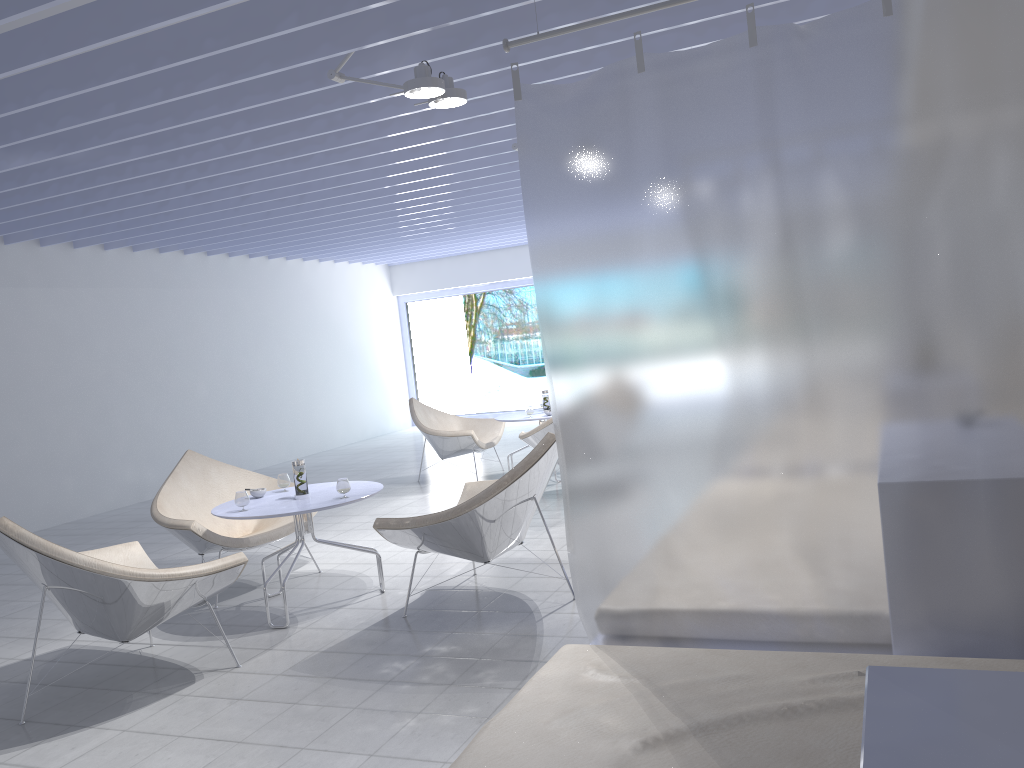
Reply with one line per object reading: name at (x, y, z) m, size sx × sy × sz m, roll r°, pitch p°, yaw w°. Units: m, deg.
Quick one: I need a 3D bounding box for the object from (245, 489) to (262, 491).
object at (-1.309, 0.536, 4.490) m, size 0.098 × 0.016 × 0.012 m, roll -5°, pitch 3°, yaw 23°

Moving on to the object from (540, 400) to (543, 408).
object at (0.276, 0.180, 7.688) m, size 0.068 × 0.091 × 0.068 m, roll -9°, pitch 4°, yaw -44°

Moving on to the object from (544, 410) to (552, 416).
object at (0.300, 0.232, 7.114) m, size 0.082 × 0.043 × 0.082 m, roll -7°, pitch 3°, yaw -8°

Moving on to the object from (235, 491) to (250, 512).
object at (-1.253, 0.545, 4.121) m, size 0.068 × 0.091 × 0.068 m, roll -6°, pitch 3°, yaw 13°

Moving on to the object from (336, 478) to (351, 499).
object at (-0.792, 0.490, 4.172) m, size 0.068 × 0.091 × 0.068 m, roll -6°, pitch 3°, yaw 13°

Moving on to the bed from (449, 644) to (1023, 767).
bed at (0.674, 0.863, 1.034) m, size 2.016 × 0.427 × 2.200 m, roll -5°, pitch 3°, yaw 23°

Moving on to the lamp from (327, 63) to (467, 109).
lamp at (-0.522, -1.303, 3.838) m, size 0.587 × 0.218 × 0.380 m, roll -5°, pitch 3°, yaw 23°

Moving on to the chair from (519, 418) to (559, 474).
chair at (0.528, 0.418, 6.483) m, size 0.906 × 0.759 × 0.753 m, roll -7°, pitch 3°, yaw -6°

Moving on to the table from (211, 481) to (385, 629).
table at (-1.013, 0.820, 4.359) m, size 0.825 × 0.534 × 0.823 m, roll -6°, pitch 3°, yaw 0°

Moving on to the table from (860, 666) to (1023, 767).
table at (0.444, 0.602, 0.535) m, size 0.416 × 0.450 × 1.065 m, roll -5°, pitch 3°, yaw 23°

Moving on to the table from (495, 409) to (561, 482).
table at (0.294, 0.507, 7.428) m, size 0.825 × 0.534 × 0.823 m, roll -6°, pitch 3°, yaw 14°

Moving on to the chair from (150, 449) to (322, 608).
chair at (-1.586, 0.739, 4.950) m, size 0.753 × 0.759 × 0.906 m, roll -4°, pitch 4°, yaw 41°

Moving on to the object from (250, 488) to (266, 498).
object at (-1.279, 0.553, 4.474) m, size 0.082 × 0.043 × 0.082 m, roll -5°, pitch 3°, yaw 25°

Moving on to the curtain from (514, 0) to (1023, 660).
curtain at (0.995, -0.104, 1.999) m, size 1.998 × 1.559 × 0.125 m, roll -5°, pitch 3°, yaw 22°

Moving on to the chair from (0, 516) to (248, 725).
chair at (-1.605, 0.819, 3.497) m, size 0.906 × 0.759 × 0.753 m, roll -4°, pitch 4°, yaw 38°

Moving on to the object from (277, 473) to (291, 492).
object at (-1.181, 0.511, 4.590) m, size 0.068 × 0.091 × 0.068 m, roll -6°, pitch 3°, yaw 13°

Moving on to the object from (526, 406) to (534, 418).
object at (0.144, 0.225, 7.134) m, size 0.068 × 0.091 × 0.068 m, roll -9°, pitch 4°, yaw -38°

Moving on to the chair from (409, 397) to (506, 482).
chair at (-0.537, 0.465, 7.827) m, size 0.753 × 0.759 × 0.906 m, roll -5°, pitch 3°, yaw 19°

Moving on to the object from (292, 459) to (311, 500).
object at (-1.027, 0.463, 4.303) m, size 0.075 × 0.185 × 0.075 m, roll -7°, pitch 3°, yaw -14°

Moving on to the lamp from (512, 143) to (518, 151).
lamp at (0.293, -1.498, 5.752) m, size 0.587 × 0.218 × 0.380 m, roll -5°, pitch 3°, yaw 23°

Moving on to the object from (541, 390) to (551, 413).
object at (0.286, 0.144, 7.420) m, size 0.075 × 0.189 × 0.075 m, roll -6°, pitch 3°, yaw 15°

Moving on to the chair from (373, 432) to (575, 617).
chair at (-0.084, 0.614, 4.118) m, size 0.753 × 0.759 × 0.906 m, roll -5°, pitch 3°, yaw 27°
